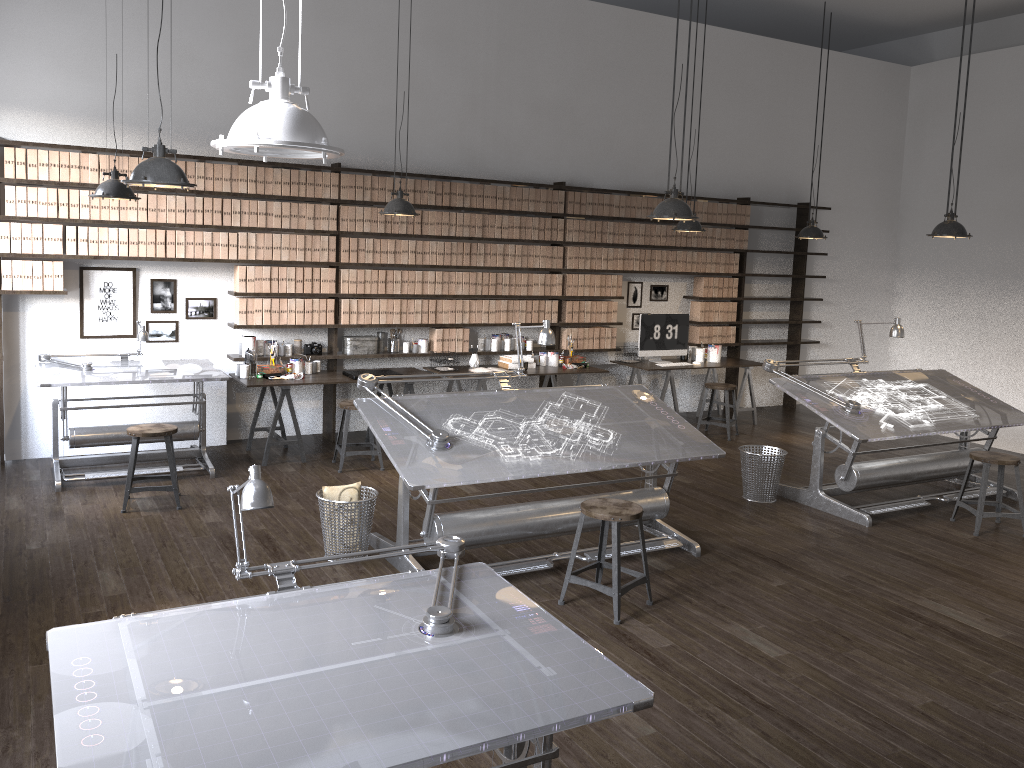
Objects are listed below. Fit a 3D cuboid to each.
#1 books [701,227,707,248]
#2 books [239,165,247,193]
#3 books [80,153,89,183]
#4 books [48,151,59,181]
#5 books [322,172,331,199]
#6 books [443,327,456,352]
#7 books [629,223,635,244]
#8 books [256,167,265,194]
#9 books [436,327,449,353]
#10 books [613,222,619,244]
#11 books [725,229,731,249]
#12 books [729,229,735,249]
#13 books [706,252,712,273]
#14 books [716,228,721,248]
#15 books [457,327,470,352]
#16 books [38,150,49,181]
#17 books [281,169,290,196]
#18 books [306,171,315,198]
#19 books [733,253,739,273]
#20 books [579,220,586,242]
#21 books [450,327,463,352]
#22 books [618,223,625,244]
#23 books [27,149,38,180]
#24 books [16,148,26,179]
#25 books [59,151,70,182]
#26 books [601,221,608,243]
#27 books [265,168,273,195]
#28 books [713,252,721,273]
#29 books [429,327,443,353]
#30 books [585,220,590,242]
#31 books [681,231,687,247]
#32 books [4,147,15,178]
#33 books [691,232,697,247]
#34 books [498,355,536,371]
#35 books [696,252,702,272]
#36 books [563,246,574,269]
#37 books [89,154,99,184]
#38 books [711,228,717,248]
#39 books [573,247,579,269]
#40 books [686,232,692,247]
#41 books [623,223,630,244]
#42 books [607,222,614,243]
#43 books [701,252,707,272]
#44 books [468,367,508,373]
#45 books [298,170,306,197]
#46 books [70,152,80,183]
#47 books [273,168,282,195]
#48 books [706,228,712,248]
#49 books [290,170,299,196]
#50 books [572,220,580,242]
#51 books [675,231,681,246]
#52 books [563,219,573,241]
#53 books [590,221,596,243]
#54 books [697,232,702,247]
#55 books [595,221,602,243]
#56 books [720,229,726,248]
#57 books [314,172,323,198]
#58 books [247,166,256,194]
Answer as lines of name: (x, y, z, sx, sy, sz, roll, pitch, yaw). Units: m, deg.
books: (2.078, -1.622, 9.821, 0.067, 0.224, 0.175, -1, 8, -29)
books: (-2.254, -1.697, 7.365, 0.067, 0.224, 0.175, -1, 8, -29)
books: (-3.283, -1.650, 6.792, 0.067, 0.224, 0.175, -1, 8, -29)
books: (-3.463, -1.642, 6.694, 0.067, 0.224, 0.175, -1, 8, -29)
books: (-1.639, -1.725, 7.708, 0.067, 0.224, 0.175, -1, 8, -29)
books: (-0.604, -0.424, 8.460, 0.067, 0.224, 0.175, -1, 8, -29)
books: (1.213, -1.582, 9.337, 0.067, 0.224, 0.175, -1, 8, -29)
books: (-2.131, -1.703, 7.436, 0.067, 0.224, 0.175, -1, 8, -29)
books: (-0.666, -0.421, 8.426, 0.067, 0.224, 0.175, -1, 8, -29)
books: (1.033, -1.574, 9.238, 0.067, 0.224, 0.175, -1, 8, -29)
books: (2.375, -1.636, 9.986, 0.067, 0.224, 0.175, -1, 8, -29)
books: (2.435, -1.639, 10.022, 0.067, 0.224, 0.175, -1, 8, -29)
books: (2.140, -1.359, 9.884, 0.067, 0.224, 0.175, -1, 8, -29)
books: (2.251, -1.629, 9.915, 0.067, 0.224, 0.175, -1, 8, -29)
books: (-0.480, -0.430, 8.530, 0.067, 0.224, 0.175, -1, 8, -29)
books: (-3.523, -1.638, 6.655, 0.067, 0.224, 0.175, -1, 8, -29)
books: (-1.943, -1.710, 7.535, 0.067, 0.224, 0.175, -1, 8, -29)
books: (-1.762, -1.720, 7.642, 0.067, 0.224, 0.175, -1, 8, -29)
books: (2.499, -1.375, 10.085, 0.067, 0.224, 0.175, -1, 8, -29)
books: (0.670, -1.556, 9.028, 0.067, 0.224, 0.175, -1, 8, -29)
books: (-0.540, -0.426, 8.491, 0.067, 0.224, 0.175, -1, 8, -29)
books: (1.095, -1.577, 9.273, 0.067, 0.224, 0.175, -1, 8, -29)
books: (-3.587, -1.636, 6.625, 0.067, 0.224, 0.175, -1, 8, -29)
books: (-3.650, -1.632, 6.584, 0.067, 0.224, 0.175, -1, 8, -29)
books: (-3.401, -1.645, 6.728, 0.067, 0.224, 0.175, -1, 8, -29)
books: (0.909, -1.569, 9.170, 0.067, 0.224, 0.175, -1, 8, -29)
books: (-2.071, -1.706, 7.472, 0.067, 0.224, 0.175, -1, 8, -29)
books: (2.257, -1.365, 9.953, 0.067, 0.224, 0.175, -1, 8, -29)
books: (-0.722, -0.417, 8.388, 0.067, 0.224, 0.175, -1, 8, -29)
books: (0.723, -1.560, 9.063, 0.067, 0.224, 0.175, -1, 8, -29)
books: (1.829, -1.610, 9.677, 0.067, 0.224, 0.175, -1, 8, -29)
books: (-3.717, -1.630, 6.552, 0.067, 0.224, 0.175, -1, 8, -29)
books: (1.956, -1.616, 9.748, 0.067, 0.224, 0.175, -1, 8, -29)
books: (0.074, -0.222, 8.493, 0.294, 0.147, 0.387, -2, 10, -29)
books: (2.015, -1.354, 9.821, 0.067, 0.224, 0.175, -1, 8, -29)
books: (0.550, -1.287, 9.000, 0.067, 0.224, 0.175, -1, 8, -29)
books: (-3.228, -1.652, 6.822, 0.067, 0.224, 0.175, -1, 8, -29)
books: (2.196, -1.627, 9.886, 0.067, 0.224, 0.175, -1, 8, -29)
books: (0.607, -1.288, 9.027, 0.067, 0.224, 0.175, -1, 8, -29)
books: (1.892, -1.614, 9.718, 0.067, 0.224, 0.175, -1, 8, -29)
books: (1.157, -1.579, 9.301, 0.067, 0.224, 0.175, -1, 8, -29)
books: (0.974, -1.571, 9.200, 0.067, 0.224, 0.175, -1, 8, -29)
books: (2.077, -1.357, 9.853, 0.067, 0.224, 0.175, -1, 8, -29)
books: (-0.188, -0.124, 8.151, 0.355, 0.029, 0.257, -3, 10, -29)
books: (-1.827, -1.716, 7.605, 0.067, 0.224, 0.175, -1, 8, -29)
books: (-3.339, -1.646, 6.756, 0.067, 0.224, 0.175, -1, 8, -29)
books: (-2.008, -1.708, 7.503, 0.067, 0.224, 0.175, -1, 8, -29)
books: (2.140, -1.624, 9.849, 0.067, 0.224, 0.175, -1, 8, -29)
books: (-1.880, -1.713, 7.570, 0.067, 0.224, 0.175, -1, 8, -29)
books: (0.607, -1.554, 8.993, 0.067, 0.224, 0.175, -1, 8, -29)
books: (1.762, -1.608, 9.645, 0.067, 0.224, 0.175, -1, 8, -29)
books: (0.542, -1.551, 8.961, 0.067, 0.224, 0.175, -1, 8, -29)
books: (0.779, -1.563, 9.097, 0.067, 0.224, 0.175, -1, 8, -29)
books: (2.016, -1.619, 9.787, 0.067, 0.224, 0.175, -1, 8, -29)
books: (0.846, -1.565, 9.128, 0.067, 0.224, 0.175, -1, 8, -29)
books: (2.315, -1.632, 9.948, 0.067, 0.224, 0.175, -1, 8, -29)
books: (-1.702, -1.723, 7.678, 0.067, 0.224, 0.175, -1, 8, -29)
books: (-2.190, -1.699, 7.399, 0.067, 0.224, 0.175, -1, 8, -29)
